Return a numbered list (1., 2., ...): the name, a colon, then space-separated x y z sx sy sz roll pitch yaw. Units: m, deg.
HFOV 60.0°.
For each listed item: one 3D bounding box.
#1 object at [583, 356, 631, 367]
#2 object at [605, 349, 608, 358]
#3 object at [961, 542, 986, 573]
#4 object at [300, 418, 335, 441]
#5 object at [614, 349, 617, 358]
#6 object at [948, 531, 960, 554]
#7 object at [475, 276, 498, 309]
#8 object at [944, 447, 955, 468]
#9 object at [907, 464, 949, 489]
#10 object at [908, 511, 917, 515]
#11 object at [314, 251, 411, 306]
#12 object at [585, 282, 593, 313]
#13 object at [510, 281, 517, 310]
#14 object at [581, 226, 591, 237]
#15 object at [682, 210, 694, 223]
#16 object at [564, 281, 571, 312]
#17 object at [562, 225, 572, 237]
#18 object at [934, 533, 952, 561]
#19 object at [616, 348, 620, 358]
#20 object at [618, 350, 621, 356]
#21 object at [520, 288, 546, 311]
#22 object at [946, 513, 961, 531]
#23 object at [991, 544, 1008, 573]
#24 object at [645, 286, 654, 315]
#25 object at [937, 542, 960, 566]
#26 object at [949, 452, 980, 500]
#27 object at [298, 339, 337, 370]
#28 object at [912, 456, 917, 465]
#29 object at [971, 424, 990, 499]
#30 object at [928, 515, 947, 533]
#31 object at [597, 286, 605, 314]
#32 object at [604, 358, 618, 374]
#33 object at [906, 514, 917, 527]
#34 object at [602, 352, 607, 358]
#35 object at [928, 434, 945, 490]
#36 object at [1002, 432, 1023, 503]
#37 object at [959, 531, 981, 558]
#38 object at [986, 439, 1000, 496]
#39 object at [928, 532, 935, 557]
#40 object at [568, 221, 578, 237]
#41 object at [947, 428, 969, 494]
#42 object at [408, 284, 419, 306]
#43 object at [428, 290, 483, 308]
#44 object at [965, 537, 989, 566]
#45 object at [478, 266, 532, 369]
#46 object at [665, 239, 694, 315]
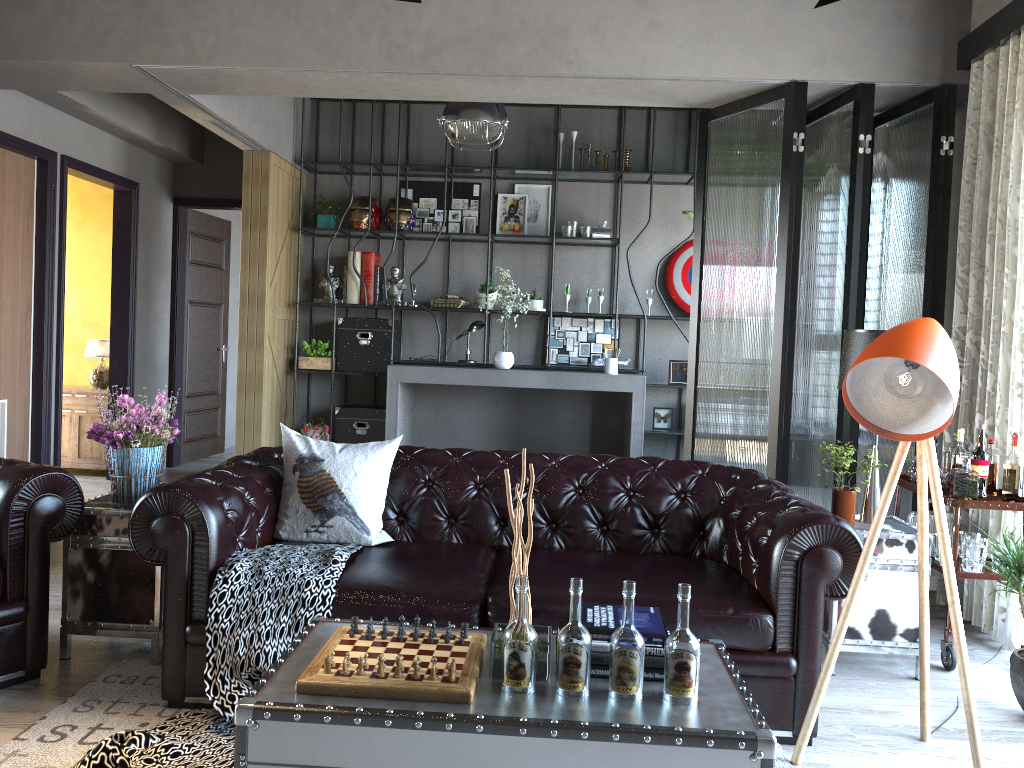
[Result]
1. object: 0.827 -0.200 7.841 0.379 0.111 0.351 4 3 36
2. object: 0.801 -0.196 7.466 0.046 0.202 0.023 4 2 39
3. object: 2.010 0.759 3.869 0.095 0.119 0.095 3 2 20
4. object: -1.770 0.479 7.893 0.345 0.362 0.332 3 2 6
5. object: 0.864 -0.194 7.470 0.023 0.204 0.037 4 3 42
6. object: 2.127 0.757 4.226 0.093 0.099 0.092 4 3 41
7. object: -0.219 -0.807 7.799 0.193 0.305 0.136 4 3 37
8. object: 2.177 0.404 4.401 0.052 0.182 0.135 4 3 40
9. object: 2.028 0.447 4.264 0.245 0.092 0.151 5 4 44
10. object: 2.010 0.716 4.401 0.087 0.155 0.087 3 2 16
11. object: -1.323 -0.934 7.909 0.833 0.466 0.290 2 2 3
12. object: 0.689 -0.777 7.990 0.113 0.301 0.113 3 2 22
13. object: 0.011 -0.790 7.976 0.113 0.273 0.113 1 2 -31
14. object: 0.636 -1.306 7.647 0.092 0.099 0.093 0 3 -39
15. object: 1.847 -1.655 7.525 0.720 1.025 0.650 3 2 21
16. object: 0.479 -0.759 7.701 0.113 0.275 0.113 3 2 7
17. object: 0.474 -1.313 7.655 0.092 0.099 0.092 4 3 41
18. object: 1.978 0.749 4.055 0.095 0.119 0.095 3 2 20
19. object: 0.878 -0.211 7.451 0.052 0.185 0.009 2 2 5
20. object: 0.876 -0.203 7.439 0.062 0.169 0.009 2 2 2
21. object: 0.185 -0.744 7.798 0.235 0.212 0.235 0 3 -42
22. object: 2.171 0.723 4.389 0.087 0.155 0.087 3 2 16
23. object: 2.140 0.765 3.865 0.095 0.119 0.095 3 2 20
24. object: 1.211 -0.733 7.829 0.113 0.270 0.113 2 2 -8
25. object: 1.949 0.763 3.961 0.093 0.099 0.092 4 3 41
26. object: 1.957 0.404 3.835 0.101 0.211 0.101 3 2 18
27. object: -1.706 -0.264 7.797 0.304 0.265 0.180 2 2 3
28. object: 2.044 0.383 4.419 0.087 0.206 0.087 3 2 28
29. object: 2.101 0.345 3.979 0.080 0.329 0.080 2 2 -6
30. object: 2.066 0.722 4.320 0.087 0.155 0.087 3 2 16
31. object: 0.770 -0.734 7.725 0.113 0.246 0.113 3 2 22
32. object: 0.831 -0.149 7.439 0.110 0.137 0.110 3 2 13
33. object: 1.962 0.718 4.313 0.087 0.155 0.087 3 2 16
34. object: 0.813 -0.186 7.452 0.137 0.190 0.009 3 2 6
35. object: 1.958 0.351 4.133 0.114 0.292 0.114 4 2 31
36. object: 2.200 0.366 3.884 0.081 0.308 0.081 2 2 -5
37. object: 2.123 0.752 4.118 0.095 0.119 0.095 3 2 20
38. object: 2.194 0.381 4.075 0.067 0.257 0.099 3 2 8
39. object: 1.978 0.754 4.163 0.093 0.099 0.092 4 3 41
40. object: 0.529 -1.344 7.756 0.087 0.155 0.087 3 2 16
41. object: 2.039 0.352 4.044 0.081 0.307 0.081 4 3 42
42. object: -0.863 -0.779 7.780 0.093 0.200 0.093 2 2 -2
43. object: -0.485 -0.753 7.873 0.577 0.170 0.206 4 3 38
44. object: 2.094 0.756 4.000 0.095 0.119 0.095 3 2 20
45. object: -0.043 -0.552 7.354 0.398 0.852 0.421 1 3 -41
46. object: 1.747 -0.949 7.936 0.751 0.739 0.185 2 2 3
